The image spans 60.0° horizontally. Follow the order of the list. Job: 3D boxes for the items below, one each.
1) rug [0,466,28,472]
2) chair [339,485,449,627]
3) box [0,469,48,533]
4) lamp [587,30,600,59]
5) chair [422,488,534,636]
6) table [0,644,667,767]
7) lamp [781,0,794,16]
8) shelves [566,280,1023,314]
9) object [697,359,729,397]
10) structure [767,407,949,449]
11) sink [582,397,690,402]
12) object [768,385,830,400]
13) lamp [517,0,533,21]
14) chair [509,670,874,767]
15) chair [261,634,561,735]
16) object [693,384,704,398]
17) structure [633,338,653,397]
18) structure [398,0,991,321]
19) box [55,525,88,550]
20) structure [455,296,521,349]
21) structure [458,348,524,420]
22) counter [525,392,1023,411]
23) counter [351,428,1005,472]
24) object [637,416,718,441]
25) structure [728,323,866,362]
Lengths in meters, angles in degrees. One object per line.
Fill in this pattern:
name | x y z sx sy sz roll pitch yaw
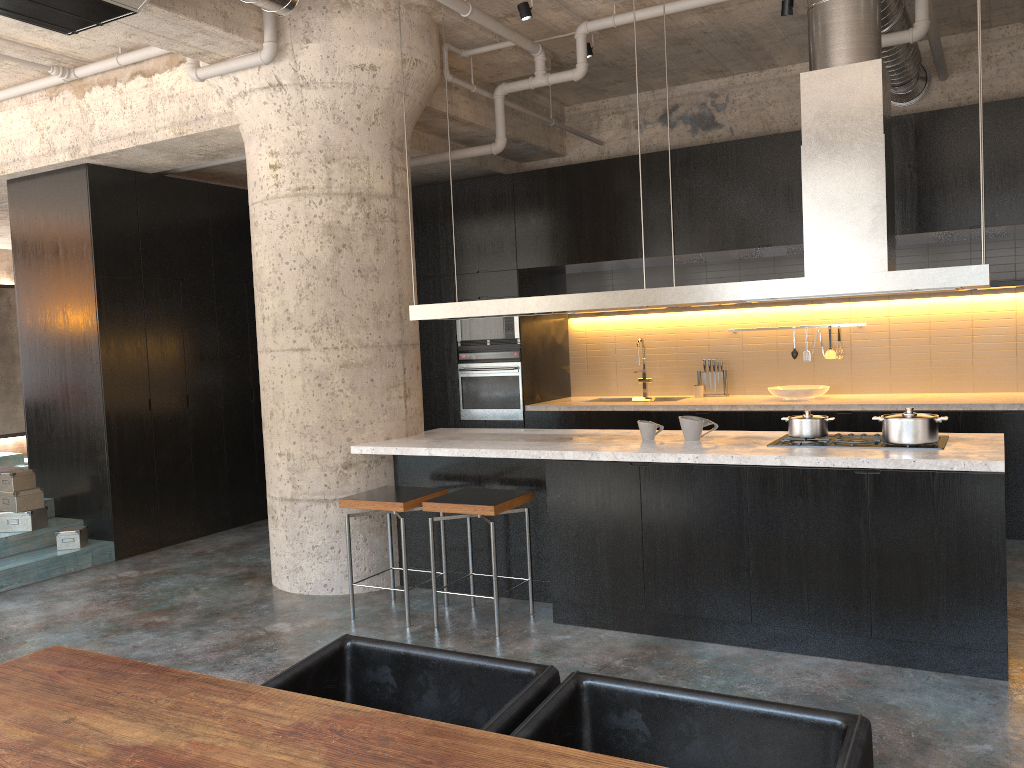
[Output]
rug | -6.007 1.130 10.179 1.759 0.377 0.541 -1 3 29
chair | -0.665 0.982 5.150 0.450 0.698 0.450 -1 3 29
box | -3.691 0.871 6.656 0.331 0.441 0.280 -2 3 18
lamp | 0.563 -2.462 6.380 0.145 0.236 0.107 -2 3 12
chair | -0.166 0.970 4.930 0.450 0.698 0.450 -1 3 29
table | -0.540 1.143 1.403 2.410 0.756 1.299 -1 3 29
lamp | 1.760 -2.486 5.730 0.107 0.236 0.145 -2 3 12
shelves | 2.364 -0.736 7.572 4.362 0.043 0.403 -1 3 29
object | 1.810 -0.054 8.015 0.291 0.336 0.060 -1 3 23
structure | 1.784 0.202 4.556 0.833 0.187 0.506 -1 3 29
sink | 1.126 0.207 8.060 0.890 0.134 0.458 -1 3 29
object | 2.383 0.074 7.376 0.490 0.093 0.490 -1 3 26
lamp | 0.106 -2.397 5.552 0.145 0.236 0.107 -2 3 12
chair | 0.356 1.087 1.853 0.707 0.738 0.754 -1 3 29
chair | -0.282 1.098 2.215 0.707 0.738 0.754 -1 3 29
object | 1.679 0.063 7.979 0.092 0.117 0.092 -4 3 -22
structure | 1.189 -0.145 8.173 0.125 0.559 0.269 -1 3 29
structure | 0.821 -1.470 4.843 3.117 2.100 0.538 -1 3 29
box | -3.301 1.154 6.658 0.172 0.140 0.187 -3 3 -9
structure | -0.081 -0.576 8.354 0.659 0.450 0.612 -1 3 29
structure | -0.077 -0.009 8.342 0.664 0.651 0.649 -1 3 29
counter | 2.268 0.197 7.370 4.360 0.142 1.000 -1 3 29
counter | 0.785 0.342 5.019 3.500 0.046 1.000 -1 3 29
object | 0.926 0.247 4.993 0.437 0.133 0.188 -1 3 30
structure | 2.467 -0.348 7.732 1.171 0.315 0.074 -1 3 29
